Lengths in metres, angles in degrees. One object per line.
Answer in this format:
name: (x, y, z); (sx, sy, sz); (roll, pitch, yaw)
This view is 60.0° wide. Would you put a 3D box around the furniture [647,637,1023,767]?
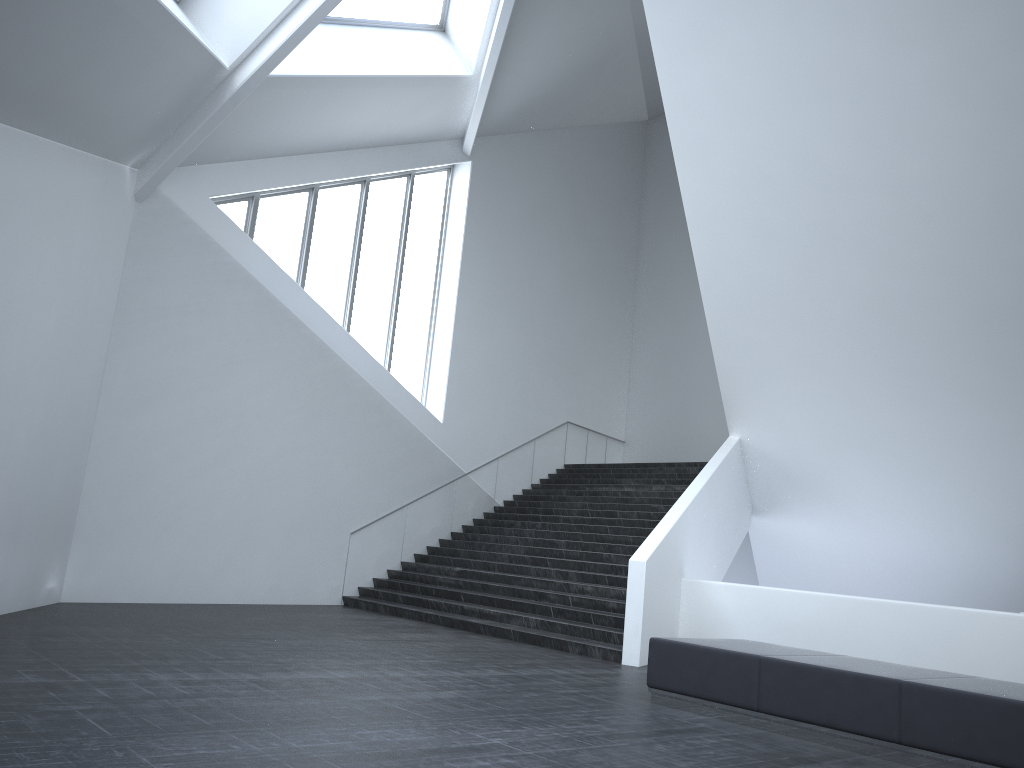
furniture: (3.671, 2.502, 6.340); (1.488, 0.580, 5.742); (15, -14, -40)
